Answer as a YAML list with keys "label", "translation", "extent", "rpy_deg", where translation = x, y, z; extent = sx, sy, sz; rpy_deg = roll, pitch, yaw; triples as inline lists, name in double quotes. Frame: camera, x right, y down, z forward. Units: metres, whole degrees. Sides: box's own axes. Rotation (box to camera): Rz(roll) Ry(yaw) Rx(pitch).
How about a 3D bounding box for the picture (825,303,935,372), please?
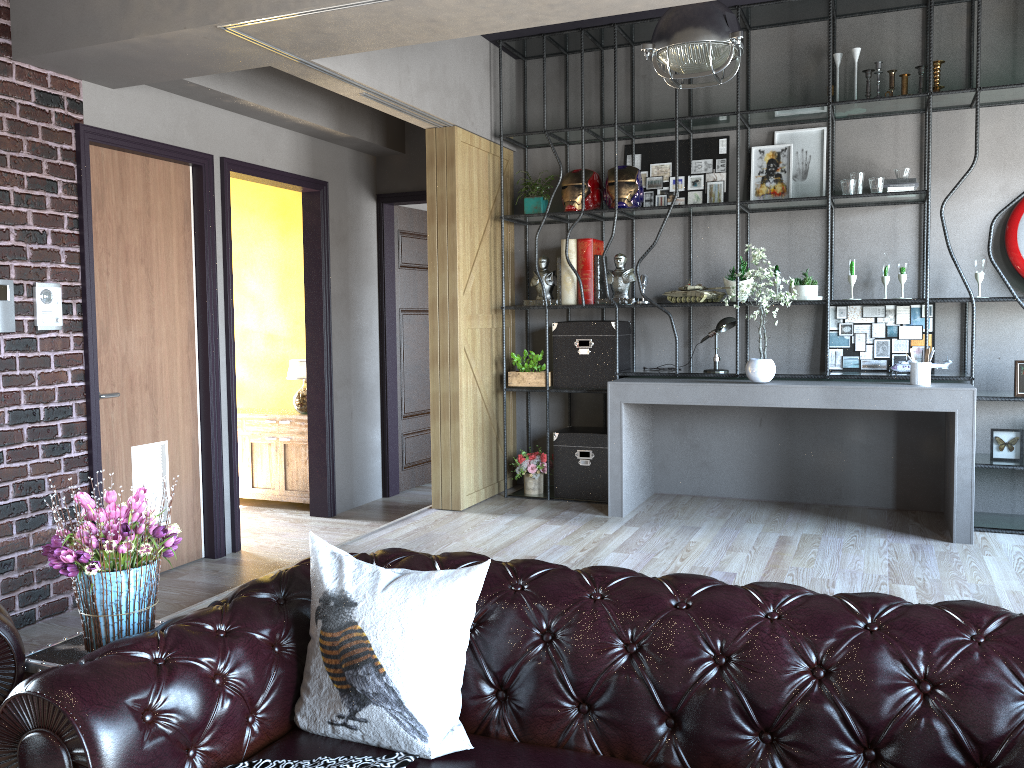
- label: "picture"
  translation: [2.413, -0.305, 5.829]
  extent: [0.665, 0.447, 0.051]
  rpy_deg: [1, 4, 23]

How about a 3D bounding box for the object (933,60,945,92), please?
- label: "object"
  translation: [2.579, -1.857, 5.384]
  extent: [0.130, 0.232, 0.130]
  rpy_deg: [-1, 4, 0]

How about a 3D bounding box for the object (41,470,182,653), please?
- label: "object"
  translation: [-1.100, 0.490, 2.468]
  extent: [0.352, 0.483, 0.349]
  rpy_deg: [-3, 5, -37]

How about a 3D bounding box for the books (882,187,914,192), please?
- label: "books"
  translation: [2.435, -1.229, 5.655]
  extent: [0.166, 0.024, 0.227]
  rpy_deg: [-1, 4, 2]

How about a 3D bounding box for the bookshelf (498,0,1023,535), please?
- label: "bookshelf"
  translation: [2.079, -0.778, 5.736]
  extent: [4.483, 3.280, 0.527]
  rpy_deg: [1, 4, 23]

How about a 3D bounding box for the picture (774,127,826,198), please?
- label: "picture"
  translation: [1.933, -1.458, 5.961]
  extent: [0.332, 0.514, 0.119]
  rpy_deg: [1, 4, 23]

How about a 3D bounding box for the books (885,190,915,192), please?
- label: "books"
  translation: [2.441, -1.199, 5.648]
  extent: [0.179, 0.034, 0.243]
  rpy_deg: [0, 4, 6]

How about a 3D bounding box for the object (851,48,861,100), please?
- label: "object"
  translation: [2.210, -1.955, 5.701]
  extent: [0.128, 0.390, 0.128]
  rpy_deg: [-2, 4, -18]

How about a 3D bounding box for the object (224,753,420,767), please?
- label: "object"
  translation: [-0.776, 1.152, 1.476]
  extent: [0.562, 0.569, 1.700]
  rpy_deg: [3, 5, 43]

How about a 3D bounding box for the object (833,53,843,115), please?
- label: "object"
  translation: [2.134, -1.962, 5.810]
  extent: [0.128, 0.390, 0.128]
  rpy_deg: [-1, 3, -9]

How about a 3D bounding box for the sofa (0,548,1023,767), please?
- label: "sofa"
  translation: [0.301, 0.939, 1.911]
  extent: [2.566, 0.837, 1.240]
  rpy_deg: [1, 4, 22]

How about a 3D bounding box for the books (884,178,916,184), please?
- label: "books"
  translation: [2.437, -1.278, 5.646]
  extent: [0.225, 0.029, 0.179]
  rpy_deg: [0, 4, 15]

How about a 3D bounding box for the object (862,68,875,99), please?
- label: "object"
  translation: [2.242, -1.867, 5.578]
  extent: [0.084, 0.232, 0.084]
  rpy_deg: [-4, 5, -40]

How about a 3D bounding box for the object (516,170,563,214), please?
- label: "object"
  translation: [0.172, -1.382, 6.467]
  extent: [0.324, 0.339, 0.295]
  rpy_deg: [-2, 4, -21]

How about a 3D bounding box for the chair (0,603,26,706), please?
- label: "chair"
  translation: [-2.185, 0.935, 2.317]
  extent: [1.493, 0.844, 1.245]
  rpy_deg: [-4, 5, -37]

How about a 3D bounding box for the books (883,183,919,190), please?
- label: "books"
  translation: [2.448, -1.252, 5.650]
  extent: [0.243, 0.024, 0.175]
  rpy_deg: [1, 4, 19]

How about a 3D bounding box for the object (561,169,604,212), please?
- label: "object"
  translation: [0.484, -1.373, 6.321]
  extent: [0.280, 0.327, 0.400]
  rpy_deg: [1, 4, 28]

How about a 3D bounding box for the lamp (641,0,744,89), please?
- label: "lamp"
  translation: [0.927, -2.140, 4.600]
  extent: [0.534, 1.148, 0.516]
  rpy_deg: [-1, 4, 0]

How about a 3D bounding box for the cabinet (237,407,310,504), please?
- label: "cabinet"
  translation: [-2.095, 0.598, 7.377]
  extent: [1.432, 0.749, 0.409]
  rpy_deg: [1, 4, 23]

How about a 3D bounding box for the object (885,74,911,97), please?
- label: "object"
  translation: [2.409, -1.819, 5.442]
  extent: [0.190, 0.152, 0.189]
  rpy_deg: [-4, 5, -44]

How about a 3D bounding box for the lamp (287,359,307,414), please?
- label: "lamp"
  translation: [-1.653, 0.321, 7.178]
  extent: [0.291, 1.044, 0.441]
  rpy_deg: [-1, 3, -4]

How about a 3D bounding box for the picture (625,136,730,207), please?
- label: "picture"
  translation: [1.164, -1.484, 6.314]
  extent: [0.749, 0.503, 0.058]
  rpy_deg: [1, 4, 23]

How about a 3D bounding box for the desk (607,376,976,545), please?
- label: "desk"
  translation: [1.768, 0.416, 5.756]
  extent: [2.129, 0.885, 0.845]
  rpy_deg: [1, 4, 23]

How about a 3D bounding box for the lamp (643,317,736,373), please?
- label: "lamp"
  translation: [1.242, -0.276, 6.136]
  extent: [0.205, 0.370, 0.740]
  rpy_deg: [-4, 5, -43]

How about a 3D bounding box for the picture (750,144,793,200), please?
- label: "picture"
  translation: [1.754, -1.408, 5.993]
  extent: [0.268, 0.413, 0.101]
  rpy_deg: [1, 4, 23]

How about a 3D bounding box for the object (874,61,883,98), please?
- label: "object"
  translation: [2.268, -1.866, 5.488]
  extent: [0.100, 0.243, 0.100]
  rpy_deg: [1, 4, 32]

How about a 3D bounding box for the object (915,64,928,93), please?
- label: "object"
  translation: [2.541, -1.865, 5.506]
  extent: [0.084, 0.232, 0.084]
  rpy_deg: [0, 3, 4]

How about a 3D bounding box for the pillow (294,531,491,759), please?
- label: "pillow"
  translation: [-0.312, 0.630, 2.221]
  extent: [0.528, 0.468, 0.283]
  rpy_deg: [1, 4, 26]

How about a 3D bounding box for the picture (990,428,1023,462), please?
- label: "picture"
  translation: [2.997, 0.368, 5.373]
  extent: [0.172, 0.190, 0.036]
  rpy_deg: [1, 4, 23]

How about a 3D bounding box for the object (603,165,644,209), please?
- label: "object"
  translation: [0.778, -1.367, 6.198]
  extent: [0.280, 0.327, 0.400]
  rpy_deg: [0, 4, 13]

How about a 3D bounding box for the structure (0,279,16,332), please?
- label: "structure"
  translation: [-2.453, -0.307, 4.166]
  extent: [0.068, 0.370, 0.280]
  rpy_deg: [1, 4, 23]

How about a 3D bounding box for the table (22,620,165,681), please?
- label: "table"
  translation: [-1.086, 1.026, 2.496]
  extent: [0.417, 0.609, 0.406]
  rpy_deg: [1, 4, 23]

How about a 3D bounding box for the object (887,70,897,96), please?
- label: "object"
  translation: [2.406, -1.868, 5.614]
  extent: [0.080, 0.226, 0.080]
  rpy_deg: [-1, 3, -4]

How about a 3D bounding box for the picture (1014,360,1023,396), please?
- label: "picture"
  translation: [3.117, -0.031, 5.184]
  extent: [0.313, 0.212, 0.049]
  rpy_deg: [1, 4, 23]
